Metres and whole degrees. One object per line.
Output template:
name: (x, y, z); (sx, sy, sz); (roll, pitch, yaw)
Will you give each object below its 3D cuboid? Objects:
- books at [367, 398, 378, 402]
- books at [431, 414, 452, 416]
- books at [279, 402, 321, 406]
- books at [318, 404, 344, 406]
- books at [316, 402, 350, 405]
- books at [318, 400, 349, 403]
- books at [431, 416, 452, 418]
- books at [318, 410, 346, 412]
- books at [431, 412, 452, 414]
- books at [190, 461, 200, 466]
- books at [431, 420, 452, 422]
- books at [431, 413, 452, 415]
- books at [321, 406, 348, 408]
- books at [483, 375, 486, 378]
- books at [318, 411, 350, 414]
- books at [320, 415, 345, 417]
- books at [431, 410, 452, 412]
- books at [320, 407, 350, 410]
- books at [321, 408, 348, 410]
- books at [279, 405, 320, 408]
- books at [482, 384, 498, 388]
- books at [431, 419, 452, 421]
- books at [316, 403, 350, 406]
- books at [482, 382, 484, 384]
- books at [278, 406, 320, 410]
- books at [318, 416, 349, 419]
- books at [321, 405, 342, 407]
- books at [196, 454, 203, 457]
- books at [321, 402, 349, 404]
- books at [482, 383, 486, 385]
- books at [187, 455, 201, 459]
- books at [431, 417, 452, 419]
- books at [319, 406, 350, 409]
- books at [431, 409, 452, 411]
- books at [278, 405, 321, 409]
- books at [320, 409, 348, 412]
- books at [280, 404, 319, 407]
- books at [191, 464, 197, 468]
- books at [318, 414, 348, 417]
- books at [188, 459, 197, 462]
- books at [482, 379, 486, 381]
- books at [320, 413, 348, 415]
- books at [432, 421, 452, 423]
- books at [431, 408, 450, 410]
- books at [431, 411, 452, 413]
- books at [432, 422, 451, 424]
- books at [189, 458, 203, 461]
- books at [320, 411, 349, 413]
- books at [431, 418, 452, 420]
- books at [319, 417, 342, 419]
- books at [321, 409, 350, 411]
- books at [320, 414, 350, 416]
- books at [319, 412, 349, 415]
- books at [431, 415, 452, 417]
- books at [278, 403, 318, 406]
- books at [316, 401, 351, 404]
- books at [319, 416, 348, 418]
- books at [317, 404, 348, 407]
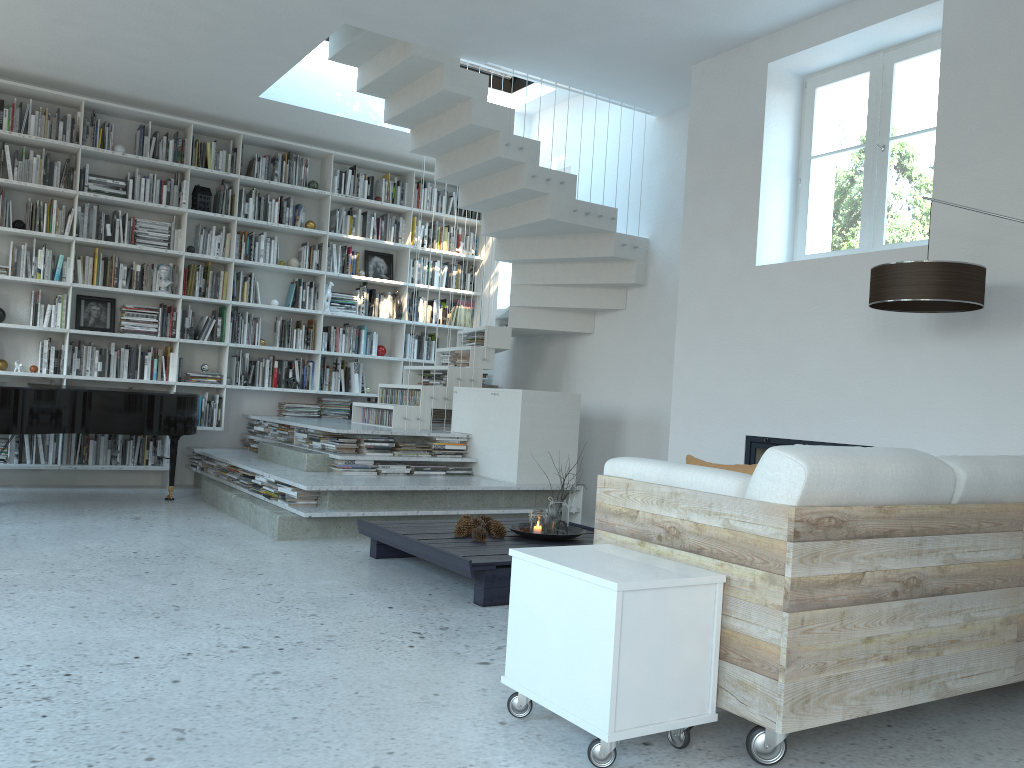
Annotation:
books: (-1.277, 0.161, 8.717); (0.204, 0.035, 0.266); (4, -1, -32)
books: (-0.738, 0.316, 9.114); (0.328, 0.008, 0.207); (4, -1, -26)
books: (-1.992, 0.187, 8.306); (0.346, 0.007, 0.193); (4, -1, -31)
books: (-1.715, 0.201, 8.486); (0.285, 0.005, 0.159); (4, -1, -32)
books: (-1.710, 0.185, 8.480); (0.285, 0.005, 0.159); (4, -1, -37)
books: (-1.706, 0.169, 8.480); (0.254, 0.006, 0.161); (4, -1, -38)
books: (-0.741, 0.338, 9.116); (0.368, 0.007, 0.205); (4, -1, -31)
books: (-1.713, 0.258, 8.481); (0.285, 0.007, 0.159); (4, -1, -37)
books: (-0.735, 0.293, 9.111); (0.328, 0.008, 0.207); (4, -1, -27)
books: (-2.691, 0.694, 7.727); (0.179, 0.012, 0.261); (4, -1, -30)
books: (-0.742, 0.377, 9.113); (0.328, 0.008, 0.207); (4, -1, -30)
books: (-0.738, 0.308, 9.114); (0.328, 0.008, 0.207); (4, -1, -30)
books: (-1.717, 0.217, 8.487); (0.254, 0.006, 0.161); (4, -1, -33)
books: (-0.387, -0.081, 8.816); (0.232, 0.025, 0.123); (4, -1, -36)
books: (-1.715, 0.272, 8.485); (0.285, 0.007, 0.159); (4, -1, -31)
books: (-1.722, 0.306, 8.488); (0.254, 0.007, 0.161); (4, -1, -33)
books: (-0.734, 0.278, 9.111); (0.368, 0.007, 0.205); (4, -1, -29)
books: (-1.715, 0.231, 8.487); (0.285, 0.007, 0.159); (4, -1, -32)
books: (-1.715, 0.238, 8.487); (0.254, 0.007, 0.161); (4, -1, -32)
books: (-1.993, 0.209, 8.306); (0.346, 0.007, 0.193); (4, -1, -31)
books: (-0.284, 0.018, 8.638); (0.267, 0.026, 0.161); (4, -1, -28)
books: (-0.746, 0.369, 9.120); (0.328, 0.008, 0.207); (4, -1, -33)
books: (-1.715, 0.196, 8.486); (0.285, 0.005, 0.159); (4, -1, -34)
books: (-0.390, -0.016, 8.815); (0.182, 0.011, 0.131); (4, -1, -35)
books: (-1.994, 0.224, 8.306); (0.346, 0.007, 0.193); (4, -1, -31)
books: (-1.723, 0.320, 8.488); (0.285, 0.007, 0.159); (4, -1, -33)
books: (-1.715, 0.212, 8.484); (0.285, 0.005, 0.159); (4, -1, -35)
books: (-2.663, 0.622, 7.743); (0.133, 0.017, 0.231); (4, -1, -32)
books: (-1.708, 0.180, 8.482); (0.254, 0.006, 0.161); (4, -1, -29)
books: (-0.384, -0.006, 8.805); (0.192, 0.008, 0.160); (4, -1, -33)
books: (-2.694, 0.634, 7.724); (0.191, 0.013, 0.243); (4, -1, -37)
books: (-0.742, 0.346, 9.116); (0.328, 0.008, 0.207); (4, -1, -25)
books: (-1.716, 0.224, 8.490); (0.285, 0.007, 0.159); (4, -1, -33)
books: (-0.737, 0.263, 9.119); (0.328, 0.008, 0.207); (4, -1, -24)
books: (-1.989, 0.217, 8.299); (0.346, 0.007, 0.193); (4, -1, -38)
books: (-1.716, 0.251, 8.487); (0.254, 0.007, 0.161); (4, -1, -32)
books: (-1.992, 0.202, 8.306); (0.308, 0.008, 0.195); (4, -1, -31)
books: (-2.684, 0.717, 7.733); (0.172, 0.016, 0.241); (4, -1, -33)
books: (-1.720, 0.299, 8.486); (0.254, 0.007, 0.161); (4, -1, -32)
books: (-2.691, 0.669, 7.727); (0.177, 0.012, 0.278); (4, -1, -37)
books: (-0.385, -0.047, 8.810); (0.206, 0.014, 0.150); (4, -1, -33)
books: (-1.713, 0.286, 8.479); (0.285, 0.007, 0.159); (4, -1, -28)
books: (-0.740, 0.385, 9.108); (0.328, 0.008, 0.207); (4, -1, -28)
books: (-0.731, 0.255, 9.109); (0.328, 0.008, 0.207); (4, -1, -28)
books: (-0.734, 0.286, 9.109); (0.328, 0.008, 0.207); (4, -1, -28)
books: (-0.744, 0.400, 9.113); (0.368, 0.007, 0.205); (4, -1, -30)
books: (-2.688, 0.659, 7.728); (0.188, 0.009, 0.211); (4, -1, -34)
books: (-1.713, 0.265, 8.481); (0.254, 0.007, 0.161); (4, -1, -37)
books: (-0.741, 0.354, 9.113); (0.328, 0.008, 0.207); (4, -1, -30)
books: (-1.720, 0.327, 8.482); (0.254, 0.007, 0.161); (4, -1, -30)
books: (-1.710, 0.245, 8.479); (0.285, 0.007, 0.159); (4, -1, -38)
books: (-1.716, 0.293, 8.480); (0.285, 0.007, 0.159); (4, -1, -37)
books: (-1.714, 0.279, 8.482); (0.254, 0.007, 0.161); (4, -1, -37)
books: (-0.737, 0.323, 9.110); (0.368, 0.007, 0.205); (4, -1, -29)
books: (-1.992, 0.194, 8.306); (0.346, 0.007, 0.193); (4, -1, -35)
books: (-1.708, 0.175, 8.484); (0.285, 0.005, 0.159); (4, -1, -36)
books: (-1.718, 0.313, 8.480); (0.254, 0.007, 0.161); (4, -1, -29)
books: (-1.716, 0.207, 8.486); (0.254, 0.006, 0.161); (4, -1, -34)
